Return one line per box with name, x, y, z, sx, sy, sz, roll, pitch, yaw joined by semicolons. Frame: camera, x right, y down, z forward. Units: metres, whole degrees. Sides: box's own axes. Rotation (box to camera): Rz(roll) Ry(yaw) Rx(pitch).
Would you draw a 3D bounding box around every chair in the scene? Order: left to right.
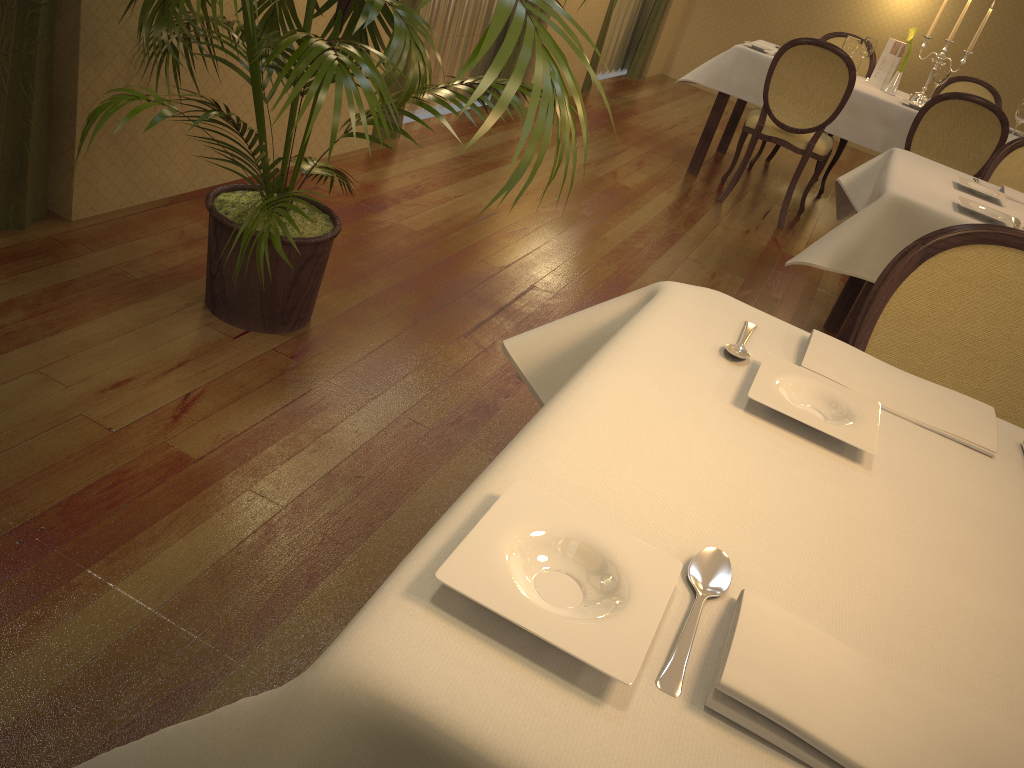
chair;1.536;-1.422;4.904;0.530;0.955;0.571;26;30;13
chair;2.064;-1.845;5.946;0.530;0.955;0.571;26;30;13
chair;0.691;0.246;1.532;0.530;0.955;0.571;26;30;13
chair;2.213;-1.090;4.733;0.530;0.955;0.571;26;30;13
chair;2.802;-1.484;5.760;0.530;0.955;0.571;26;30;13
chair;1.944;-0.458;3.486;0.530;0.955;0.571;26;30;13

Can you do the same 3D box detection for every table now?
table;2.109;-1.442;5.478;2.152;0.759;1.385;26;30;13
table;1.667;-0.206;3.085;1.395;0.759;1.389;27;30;14
table;0.723;0.660;1.035;2.152;0.759;1.385;26;30;13

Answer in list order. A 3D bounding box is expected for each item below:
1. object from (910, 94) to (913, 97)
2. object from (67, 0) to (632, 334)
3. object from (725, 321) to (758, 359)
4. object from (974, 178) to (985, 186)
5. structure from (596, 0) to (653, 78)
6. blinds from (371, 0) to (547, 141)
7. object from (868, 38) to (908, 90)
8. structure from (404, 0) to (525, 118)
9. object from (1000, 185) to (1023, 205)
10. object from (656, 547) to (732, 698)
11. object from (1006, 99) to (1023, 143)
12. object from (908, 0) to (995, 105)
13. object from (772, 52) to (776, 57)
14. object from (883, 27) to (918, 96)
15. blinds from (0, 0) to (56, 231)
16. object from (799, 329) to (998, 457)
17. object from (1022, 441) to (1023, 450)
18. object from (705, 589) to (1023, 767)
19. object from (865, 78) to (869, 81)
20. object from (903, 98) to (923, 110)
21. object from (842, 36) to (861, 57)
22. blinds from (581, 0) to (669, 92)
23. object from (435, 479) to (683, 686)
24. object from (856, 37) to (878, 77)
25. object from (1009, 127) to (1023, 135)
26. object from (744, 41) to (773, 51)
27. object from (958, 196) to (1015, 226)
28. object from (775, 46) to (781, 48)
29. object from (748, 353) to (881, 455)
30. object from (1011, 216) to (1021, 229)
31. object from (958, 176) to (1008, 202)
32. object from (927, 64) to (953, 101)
object;2.478;-1.786;5.496;0.017;0.010;0.185;26;30;13
object;-0.435;-0.995;2.134;1.552;1.807;1.496;17;29;-4
object;0.331;-0.064;1.256;0.038;0.015;0.181;27;30;14
object;1.691;-0.734;3.215;0.038;0.015;0.181;27;30;14
structure;1.347;-4.385;6.198;0.137;4.511;1.898;26;30;13
blinds;0.323;-3.300;3.697;0.129;4.537;1.878;26;30;13
object;2.240;-1.884;5.252;0.081;0.277;0.166;12;30;-12
structure;0.212;-3.338;3.723;0.134;4.511;1.900;26;30;13
object;1.874;-0.633;3.143;0.273;0.024;0.142;26;30;13
object;0.146;0.185;0.717;0.038;0.015;0.181;27;30;14
object;2.736;-1.415;4.782;0.088;0.229;0.088;5;32;-24
object;2.499;-1.938;5.109;0.131;0.655;0.390;9;30;-17
object;1.533;-1.917;5.159;0.038;0.015;0.181;27;30;14
object;2.241;-1.854;5.095;0.163;0.375;0.076;-14;43;-45
blinds;-1.052;-2.046;0.723;0.225;4.537;1.934;26;29;12
object;0.544;0.008;1.253;0.273;0.024;0.142;26;30;13
object;0.683;0.117;1.157;0.017;0.010;0.185;26;30;13
object;0.288;0.257;0.664;0.273;0.033;0.142;26;30;13
object;2.227;-1.909;5.559;0.017;0.010;0.185;26;30;13
object;2.240;-1.539;4.919;0.160;0.024;0.160;26;30;13
object;1.879;-1.837;5.003;0.088;0.229;0.088;5;32;-24
blinds;1.459;-4.347;6.173;0.129;4.537;1.876;26;30;13
object;0.040;0.155;0.699;0.160;0.024;0.160;26;30;13
object;2.217;-2.063;5.593;0.088;0.229;0.088;5;32;-24
object;3.020;-1.531;5.366;0.160;0.024;0.160;26;30;13
object;1.426;-1.948;5.141;0.160;0.024;0.160;26;30;13
object;1.412;-0.509;2.654;0.160;0.024;0.160;26;30;13
object;1.718;-2.167;5.699;0.038;0.015;0.181;27;30;14
object;0.379;0.029;1.115;0.160;0.024;0.160;26;30;13
object;1.519;-0.478;2.672;0.038;0.015;0.181;27;30;14
object;1.584;-0.650;2.998;0.160;0.024;0.160;26;30;13
object;2.597;-1.829;5.414;0.088;0.229;0.088;5;32;-24
